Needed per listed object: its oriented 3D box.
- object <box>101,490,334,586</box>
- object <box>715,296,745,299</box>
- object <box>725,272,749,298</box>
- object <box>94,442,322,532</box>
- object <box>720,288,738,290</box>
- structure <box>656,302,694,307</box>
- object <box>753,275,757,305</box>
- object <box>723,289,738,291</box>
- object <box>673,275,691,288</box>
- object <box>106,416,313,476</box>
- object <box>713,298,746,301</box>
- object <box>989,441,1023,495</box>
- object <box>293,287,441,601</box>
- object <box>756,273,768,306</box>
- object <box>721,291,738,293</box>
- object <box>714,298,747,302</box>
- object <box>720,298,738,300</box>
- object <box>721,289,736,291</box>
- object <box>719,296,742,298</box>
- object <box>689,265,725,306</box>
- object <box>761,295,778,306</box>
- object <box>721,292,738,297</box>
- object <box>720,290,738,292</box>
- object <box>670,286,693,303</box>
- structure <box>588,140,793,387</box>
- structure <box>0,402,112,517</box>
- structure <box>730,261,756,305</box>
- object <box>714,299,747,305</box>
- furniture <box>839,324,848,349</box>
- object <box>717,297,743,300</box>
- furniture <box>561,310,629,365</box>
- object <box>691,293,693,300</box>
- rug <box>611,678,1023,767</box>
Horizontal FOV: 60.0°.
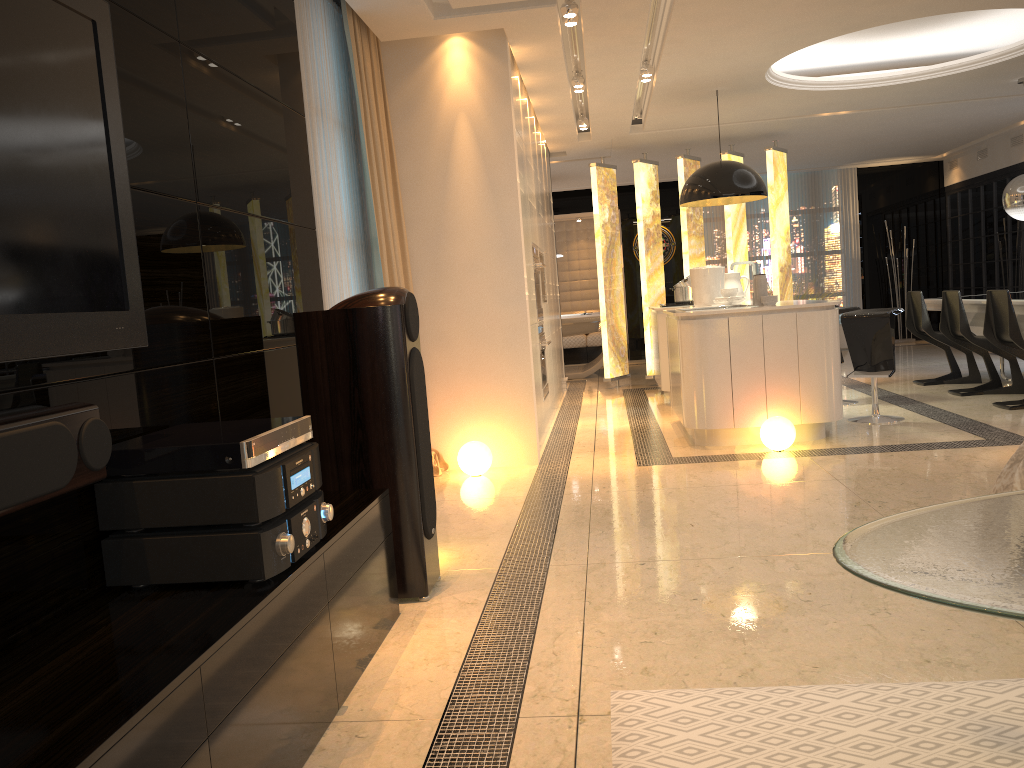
[{"bbox_3d":[-0.698,0.381,2.217,0.419,0.130,0.446,-4,5,6],"label":"object"},{"bbox_3d":[1.725,-0.678,7.025,0.229,0.016,0.229,-1,6,36],"label":"object"},{"bbox_3d":[1.863,-0.808,7.466,0.211,0.254,0.183,-8,6,-32],"label":"object"},{"bbox_3d":[-0.714,0.252,2.206,0.407,0.130,0.446,-4,5,6],"label":"object"},{"bbox_3d":[1.721,-0.730,7.021,0.138,0.051,0.138,-8,6,-36],"label":"object"},{"bbox_3d":[1.664,-0.773,8.525,0.502,0.026,0.811,-4,5,6],"label":"structure"},{"bbox_3d":[1.692,-0.648,6.067,0.071,0.219,0.071,-6,5,-17],"label":"object"},{"bbox_3d":[1.722,-0.719,7.022,0.138,0.051,0.138,-8,6,-36],"label":"object"},{"bbox_3d":[1.669,-0.945,8.505,0.249,0.212,0.256,0,7,42],"label":"object"},{"bbox_3d":[-0.742,0.154,2.201,0.371,0.070,0.441,-4,5,6],"label":"object"},{"bbox_3d":[1.727,-0.658,7.028,0.264,0.033,0.264,-7,6,-25],"label":"object"},{"bbox_3d":[2.028,0.322,2.866,1.347,0.580,0.972,0,7,43],"label":"object"},{"bbox_3d":[-0.547,0.219,3.259,0.468,1.127,0.285,-4,5,6],"label":"object"},{"bbox_3d":[1.681,-0.638,5.961,0.071,0.219,0.071,-5,5,-3],"label":"object"},{"bbox_3d":[1.723,-0.708,7.023,0.138,0.051,0.138,-8,6,-36],"label":"object"},{"bbox_3d":[1.727,-0.651,7.028,0.264,0.033,0.264,-7,6,-25],"label":"object"},{"bbox_3d":[1.725,-0.668,7.026,0.229,0.016,0.229,-1,6,36],"label":"object"},{"bbox_3d":[1.721,-0.725,7.021,0.138,0.051,0.138,-8,6,-36],"label":"object"},{"bbox_3d":[1.724,-0.682,7.025,0.229,0.016,0.229,-1,6,36],"label":"object"},{"bbox_3d":[1.619,-0.813,7.324,0.288,0.330,0.288,-2,6,24],"label":"object"},{"bbox_3d":[1.709,-0.554,5.881,0.111,0.062,0.111,-2,6,27],"label":"object"},{"bbox_3d":[1.723,-0.702,7.024,0.138,0.051,0.138,-8,6,-36],"label":"object"},{"bbox_3d":[1.722,-0.713,7.022,0.138,0.051,0.138,-8,6,-36],"label":"object"},{"bbox_3d":[1.683,-0.860,8.515,0.253,0.147,0.266,-9,7,-41],"label":"object"},{"bbox_3d":[2.021,-1.298,9.798,2.180,2.555,0.448,-4,5,6],"label":"structure"},{"bbox_3d":[-0.961,0.160,1.588,0.107,0.179,0.745,-4,5,6],"label":"structure"},{"bbox_3d":[1.624,-0.700,6.190,0.177,0.310,0.089,-4,5,6],"label":"structure"},{"bbox_3d":[1.728,-0.645,7.029,0.264,0.033,0.264,-7,6,-25],"label":"object"},{"bbox_3d":[4.936,-0.710,12.957,0.735,0.357,0.735,-7,6,-22],"label":"furniture"},{"bbox_3d":[1.725,-0.673,7.026,0.229,0.016,0.229,-1,6,36],"label":"object"},{"bbox_3d":[1.214,-0.779,14.391,1.312,0.810,1.107,-4,5,6],"label":"furniture"},{"bbox_3d":[1.655,-0.767,7.650,0.211,0.174,0.211,-8,6,-36],"label":"object"},{"bbox_3d":[1.605,0.786,1.376,2.900,0.020,1.661,-4,5,6],"label":"rug"}]
